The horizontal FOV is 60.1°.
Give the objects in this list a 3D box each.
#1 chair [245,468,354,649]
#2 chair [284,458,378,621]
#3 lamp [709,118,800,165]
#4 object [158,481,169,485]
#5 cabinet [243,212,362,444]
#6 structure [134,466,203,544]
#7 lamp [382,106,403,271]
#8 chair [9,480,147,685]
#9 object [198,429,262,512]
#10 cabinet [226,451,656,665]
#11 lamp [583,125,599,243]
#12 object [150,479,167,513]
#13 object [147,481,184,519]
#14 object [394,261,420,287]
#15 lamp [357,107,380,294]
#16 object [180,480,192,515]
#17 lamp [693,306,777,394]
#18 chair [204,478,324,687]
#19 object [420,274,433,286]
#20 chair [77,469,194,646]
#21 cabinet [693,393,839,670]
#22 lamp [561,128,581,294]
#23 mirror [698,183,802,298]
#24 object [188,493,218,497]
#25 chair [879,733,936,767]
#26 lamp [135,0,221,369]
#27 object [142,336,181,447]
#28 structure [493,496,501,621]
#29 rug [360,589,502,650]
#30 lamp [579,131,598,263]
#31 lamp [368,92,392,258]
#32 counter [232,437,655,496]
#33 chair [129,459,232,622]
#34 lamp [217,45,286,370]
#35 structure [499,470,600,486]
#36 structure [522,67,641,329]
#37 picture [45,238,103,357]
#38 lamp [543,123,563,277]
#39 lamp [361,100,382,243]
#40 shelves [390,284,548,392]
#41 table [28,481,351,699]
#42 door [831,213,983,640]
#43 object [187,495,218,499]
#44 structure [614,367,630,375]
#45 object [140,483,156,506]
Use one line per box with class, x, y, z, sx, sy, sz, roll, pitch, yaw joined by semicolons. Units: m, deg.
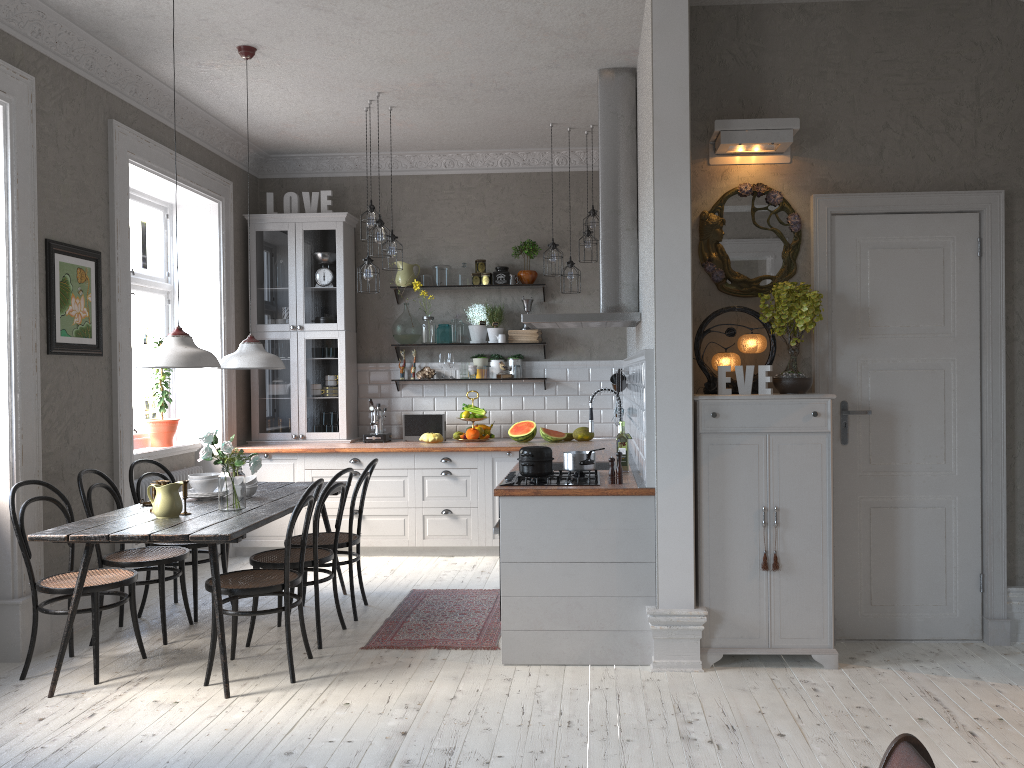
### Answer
chair;-1.129;0.910;4.759;0.545;0.920;0.441;-1;1;11
chair;-1.066;0.905;5.241;0.549;0.920;0.438;-1;1;1
lamp;1.218;-1.222;4.473;0.415;0.171;0.220;-1;1;3
object;-1.742;0.562;4.438;0.061;0.172;0.063;0;1;26
cabinet;-1.755;-0.445;7.488;0.877;1.921;0.388;-1;1;3
structure;-2.487;0.850;6.278;0.148;0.428;1.225;-1;1;3
lamp;-0.854;-1.675;6.253;0.148;1.735;0.145;-1;1;-9
chair;-2.102;0.926;4.289;0.545;0.920;0.441;-1;1;11
object;-1.429;0.436;4.506;0.311;0.414;0.252;-1;1;2
cabinet;-0.262;0.914;6.111;2.030;0.854;4.107;-1;1;-40
lamp;0.611;-1.953;6.765;0.149;1.735;0.144;-1;1;-24
object;-1.796;0.562;4.513;0.097;0.172;0.095;-1;1;-15
object;-1.685;0.563;4.316;0.152;0.170;0.133;-1;1;-35
object;-0.896;-0.927;7.522;0.188;0.216;0.175;0;1;18
lamp;-1.026;-1.515;6.267;0.149;1.735;0.144;-1;1;-29
object;-1.623;0.564;4.396;0.058;0.167;0.060;-1;1;18
lamp;1.117;-0.112;4.443;0.446;0.558;0.173;-1;1;11
chair;-1.175;0.916;4.225;0.549;0.920;0.438;-1;1;1
object;-0.731;-0.877;7.572;0.103;0.111;0.103;-1;1;4
chair;-2.054;0.920;4.844;0.549;0.920;0.438;-1;1;1
cabinet;1.214;0.698;4.350;0.665;1.297;0.385;-1;1;4
lamp;0.445;-1.571;6.842;0.149;1.735;0.144;-1;1;-24
mirror;1.229;-0.744;4.559;0.531;0.593;0.071;-1;1;3
object;-1.722;0.620;4.978;0.242;0.027;0.233;-1;1;-28
chair;0.289;1.027;1.450;1.014;0.721;0.509;-1;1;3
lamp;-1.606;-1.002;4.232;0.371;1.858;0.387;0;1;42
object;-2.582;0.053;6.522;0.255;0.813;0.265;0;1;31
structure;0.241;0.844;4.630;0.617;0.623;0.624;-1;1;4
rug;-0.360;1.347;5.159;0.734;0.014;1.292;-1;1;5
lamp;0.587;-1.826;6.939;0.150;1.735;0.143;-1;1;-44
lamp;-0.896;-1.722;5.939;0.150;1.735;0.143;-1;1;-39
counter;-0.731;0.510;5.982;3.153;0.039;3.399;-1;1;4
chair;-1.990;0.915;5.329;0.543;0.920;0.443;-1;1;16
lamp;-1.521;-1.012;5.125;0.376;1.858;0.382;-1;1;12
structure;0.211;0.480;4.632;0.495;0.031;0.607;-1;1;4
structure;0.437;-1.173;5.650;0.711;1.596;0.714;-1;1;4
picture;-2.452;-0.469;4.981;0.020;0.619;0.522;-1;1;5
lamp;0.303;-1.691;6.714;0.144;1.735;0.150;0;1;36
lamp;-0.979;-1.853;6.102;0.148;1.735;0.145;-1;1;-9
shelves;-0.358;-0.371;7.555;1.313;0.923;0.229;-1;1;3
table;-1.573;1.008;4.798;0.902;0.735;1.925;-1;1;5
door;2.024;0.222;4.533;0.750;2.183;0.080;-1;1;3
object;-1.722;0.629;4.979;0.234;0.027;0.241;0;1;22
structure;0.808;-0.096;6.508;0.094;0.053;1.088;-1;1;5
object;-1.920;0.591;4.760;0.141;0.112;0.138;-1;1;-13
